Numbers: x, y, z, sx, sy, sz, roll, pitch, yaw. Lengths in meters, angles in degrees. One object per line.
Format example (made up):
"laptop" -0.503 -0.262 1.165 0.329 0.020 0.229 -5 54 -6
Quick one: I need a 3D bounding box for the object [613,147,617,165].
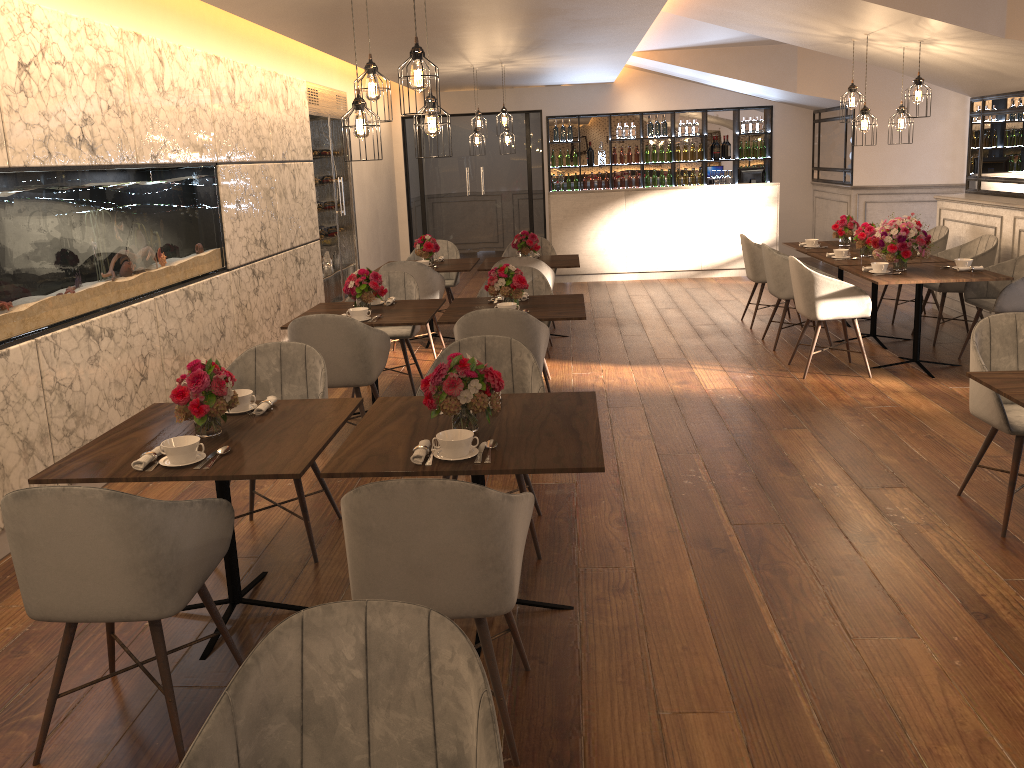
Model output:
"object" 1.540 -3.414 13.234 0.065 0.258 0.066 -6 12 -17

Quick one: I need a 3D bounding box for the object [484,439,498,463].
"object" -0.069 0.220 2.907 0.043 0.014 0.199 -3 14 0

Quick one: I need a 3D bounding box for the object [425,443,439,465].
"object" -0.262 0.223 2.910 0.025 0.024 0.195 -2 14 4

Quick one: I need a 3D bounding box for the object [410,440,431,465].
"object" -0.297 0.220 2.901 0.056 0.038 0.178 -2 14 4

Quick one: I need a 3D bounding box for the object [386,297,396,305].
"object" -0.832 -0.568 6.065 0.056 0.038 0.178 -2 14 4

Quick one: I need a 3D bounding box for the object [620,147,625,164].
"object" 1.650 -3.417 13.227 0.065 0.258 0.066 -6 12 -17

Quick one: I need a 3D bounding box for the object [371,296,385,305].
"object" -0.946 -0.582 6.069 0.149 0.071 0.149 -15 19 -42

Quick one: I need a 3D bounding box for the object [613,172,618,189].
"object" 1.556 -3.063 13.305 0.065 0.258 0.066 -6 12 -17

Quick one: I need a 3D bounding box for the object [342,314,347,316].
"object" -1.059 -0.408 5.482 0.056 0.038 0.178 -2 14 4

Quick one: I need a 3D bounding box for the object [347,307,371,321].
"object" -0.946 -0.428 5.471 0.149 0.071 0.149 -15 19 -42

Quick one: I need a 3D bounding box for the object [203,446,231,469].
"object" -0.993 0.246 2.970 0.043 0.014 0.200 -1 14 8

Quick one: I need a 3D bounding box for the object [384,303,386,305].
"object" -0.866 -0.558 6.059 0.025 0.024 0.195 -2 14 4

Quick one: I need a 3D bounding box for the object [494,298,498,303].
"object" -0.107 -0.565 5.993 0.022 0.004 0.213 -2 14 4

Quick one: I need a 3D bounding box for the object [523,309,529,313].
"object" 0.085 -0.433 5.426 0.043 0.014 0.199 -3 14 0

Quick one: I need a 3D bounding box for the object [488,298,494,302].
"object" -0.142 -0.571 6.001 0.043 0.014 0.199 -3 14 0

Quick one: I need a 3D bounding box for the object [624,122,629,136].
"object" 1.698 -3.770 13.120 0.069 0.206 0.040 -2 11 4

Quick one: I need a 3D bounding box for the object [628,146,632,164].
"object" 1.760 -3.420 13.219 0.065 0.258 0.066 -6 12 -17

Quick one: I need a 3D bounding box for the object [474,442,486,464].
"object" -0.104 0.225 2.918 0.022 0.004 0.213 -2 14 4

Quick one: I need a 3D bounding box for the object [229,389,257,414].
"object" -1.100 0.072 3.550 0.148 0.071 0.150 -7 15 -18

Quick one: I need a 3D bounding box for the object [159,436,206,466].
"object" -1.101 0.225 2.952 0.148 0.071 0.150 -7 15 -18

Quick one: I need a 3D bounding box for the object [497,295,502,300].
"object" -0.030 -0.607 6.007 0.149 0.071 0.149 -15 19 -42

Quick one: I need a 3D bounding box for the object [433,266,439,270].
"object" -0.689 -1.042 7.934 0.043 0.014 0.200 -1 14 8

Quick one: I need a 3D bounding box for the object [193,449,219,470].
"object" -1.020 0.250 2.979 0.022 0.004 0.213 -2 14 4

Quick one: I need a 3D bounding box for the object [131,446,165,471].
"object" -1.214 0.245 2.963 0.056 0.038 0.178 -2 14 4

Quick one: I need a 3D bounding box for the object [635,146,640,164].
"object" 1.870 -3.423 13.212 0.065 0.258 0.066 -6 12 -17

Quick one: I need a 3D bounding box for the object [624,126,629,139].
"object" 1.700 -3.735 13.127 0.070 0.188 0.041 -2 12 3

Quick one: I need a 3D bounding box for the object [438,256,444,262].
"object" -0.682 -1.203 8.510 0.056 0.038 0.178 -2 14 4

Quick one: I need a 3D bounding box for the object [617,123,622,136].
"object" 1.598 -3.768 13.127 0.069 0.206 0.040 -2 11 4

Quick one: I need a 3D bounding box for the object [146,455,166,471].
"object" -1.178 0.248 2.971 0.025 0.024 0.195 -2 14 4

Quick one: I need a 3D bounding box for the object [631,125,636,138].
"object" 1.800 -3.738 13.120 0.070 0.188 0.041 -2 12 3

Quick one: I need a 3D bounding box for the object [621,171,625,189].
"object" 1.666 -3.066 13.297 0.065 0.258 0.066 -6 12 -17

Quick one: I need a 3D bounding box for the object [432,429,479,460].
"object" -0.184 0.200 2.890 0.148 0.071 0.150 -7 15 -18

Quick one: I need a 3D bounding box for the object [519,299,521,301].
"object" 0.050 -0.583 5.997 0.025 0.024 0.195 -2 14 4

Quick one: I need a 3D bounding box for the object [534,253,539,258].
"object" 0.234 -1.228 8.448 0.056 0.038 0.178 -2 14 4

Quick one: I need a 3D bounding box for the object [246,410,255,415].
"object" -1.020 0.095 3.540 0.025 0.024 0.195 -2 14 4

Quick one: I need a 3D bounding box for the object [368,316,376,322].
"object" -0.866 -0.403 5.498 0.022 0.004 0.213 -2 14 4

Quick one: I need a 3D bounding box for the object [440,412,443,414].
"object" -0.261 0.089 3.475 0.022 0.004 0.213 -2 14 4

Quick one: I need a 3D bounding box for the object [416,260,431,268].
"object" -0.797 -1.062 7.916 0.149 0.071 0.149 -15 19 -42

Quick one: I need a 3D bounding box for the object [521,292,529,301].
"object" 0.085 -0.594 6.003 0.056 0.038 0.178 -2 14 4

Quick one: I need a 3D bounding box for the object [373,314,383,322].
"object" -0.831 -0.408 5.488 0.043 0.014 0.199 -3 14 0

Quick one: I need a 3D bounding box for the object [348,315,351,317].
"object" -1.024 -0.405 5.490 0.025 0.024 0.195 -2 14 4

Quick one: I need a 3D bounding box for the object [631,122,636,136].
"object" 1.799 -3.773 13.113 0.069 0.206 0.040 -2 11 4

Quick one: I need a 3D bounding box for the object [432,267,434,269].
"object" -0.716 -1.038 7.943 0.022 0.004 0.213 -2 14 4

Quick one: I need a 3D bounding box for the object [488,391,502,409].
"object" -0.069 0.060 3.484 0.056 0.038 0.178 -2 14 4

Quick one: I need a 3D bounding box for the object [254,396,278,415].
"object" -0.986 0.085 3.546 0.056 0.038 0.178 -2 14 4

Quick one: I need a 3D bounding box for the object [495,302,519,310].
"object" -0.030 -0.453 5.409 0.149 0.071 0.149 -15 19 -42
